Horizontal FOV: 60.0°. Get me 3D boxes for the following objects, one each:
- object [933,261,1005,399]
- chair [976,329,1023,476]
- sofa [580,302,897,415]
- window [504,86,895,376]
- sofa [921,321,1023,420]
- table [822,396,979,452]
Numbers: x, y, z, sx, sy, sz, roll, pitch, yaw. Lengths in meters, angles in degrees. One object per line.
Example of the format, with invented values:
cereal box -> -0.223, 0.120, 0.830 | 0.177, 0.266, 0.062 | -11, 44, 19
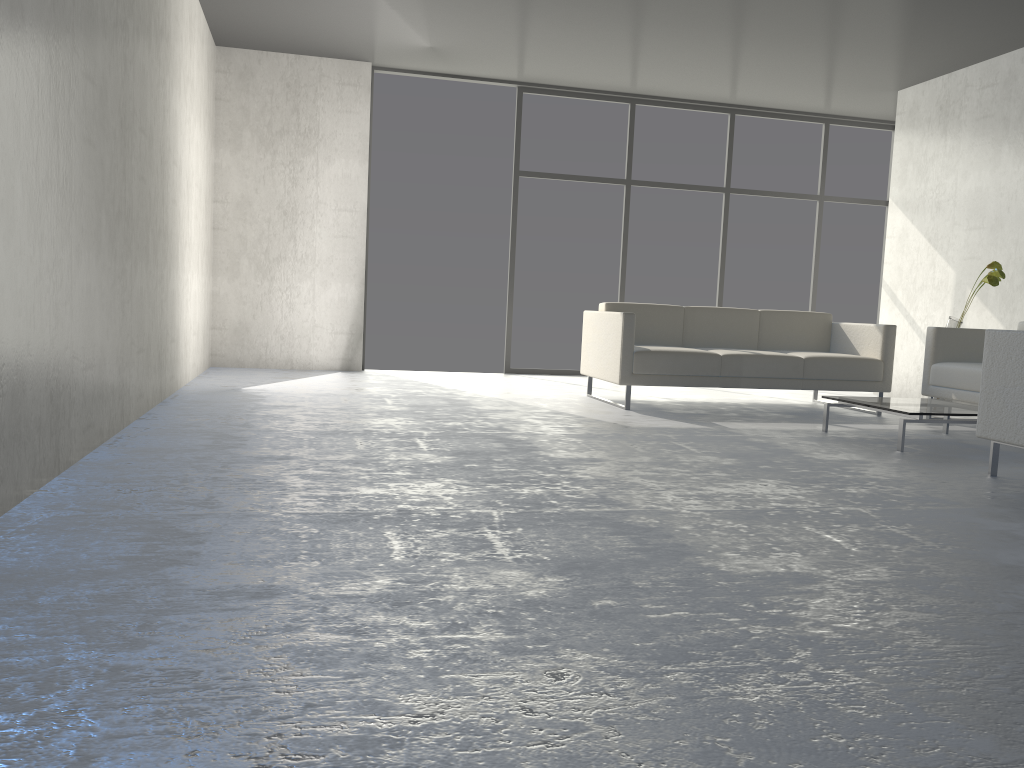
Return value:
object -> 3.033, -0.300, 5.882 | 0.387, 1.051, 0.400 | 4, 5, 15
chair -> 2.335, 0.088, 3.289 | 0.748, 0.662, 0.821 | 2, 5, -13
sofa -> 1.485, -0.183, 5.941 | 1.881, 0.658, 0.821 | 2, 5, -13
window -> 1.974, -1.269, 8.179 | 4.080, 2.477, 0.037 | 2, 5, -13
sofa -> 3.217, -0.006, 4.846 | 0.821, 0.658, 1.881 | 2, 5, -13
table -> 2.138, 0.203, 4.576 | 0.773, 0.190, 0.730 | 2, 5, -13
